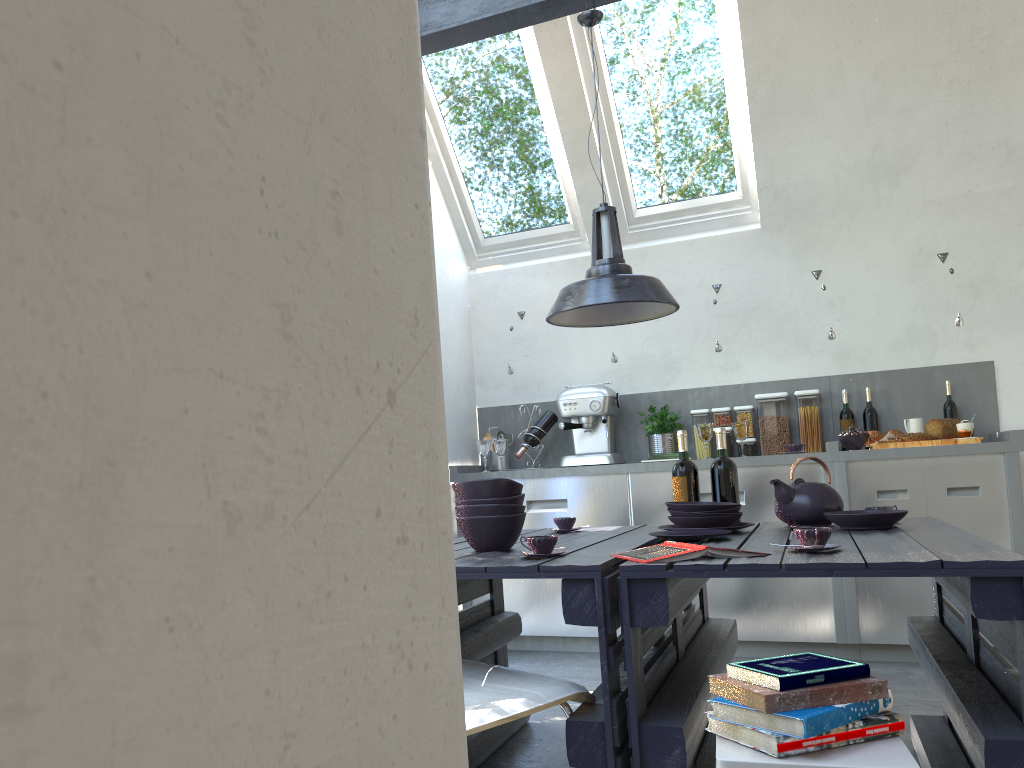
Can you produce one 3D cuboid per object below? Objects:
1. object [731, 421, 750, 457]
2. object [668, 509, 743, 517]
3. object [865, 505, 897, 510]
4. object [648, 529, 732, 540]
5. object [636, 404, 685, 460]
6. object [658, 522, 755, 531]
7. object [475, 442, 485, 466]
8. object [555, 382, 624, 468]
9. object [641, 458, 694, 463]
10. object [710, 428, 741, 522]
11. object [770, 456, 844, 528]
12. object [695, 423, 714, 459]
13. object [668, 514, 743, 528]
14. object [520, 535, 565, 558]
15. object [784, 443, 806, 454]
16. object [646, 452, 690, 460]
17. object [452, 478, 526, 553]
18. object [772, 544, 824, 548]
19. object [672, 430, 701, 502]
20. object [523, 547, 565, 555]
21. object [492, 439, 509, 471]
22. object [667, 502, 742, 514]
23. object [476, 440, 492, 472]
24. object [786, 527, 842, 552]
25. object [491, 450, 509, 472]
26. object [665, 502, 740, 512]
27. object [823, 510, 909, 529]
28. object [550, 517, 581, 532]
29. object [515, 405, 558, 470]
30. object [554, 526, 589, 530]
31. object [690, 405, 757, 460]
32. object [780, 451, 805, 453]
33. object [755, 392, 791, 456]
[{"bbox_3d":[1.242,0.301,4.727,0.101,0.191,0.096,-4,-3,10],"label":"object"},{"bbox_3d":[0.620,0.429,2.805,0.241,0.063,0.218,-6,-7,26],"label":"object"},{"bbox_3d":[1.178,0.419,2.805,0.120,0.056,0.113,-5,-6,14],"label":"object"},{"bbox_3d":[0.521,0.444,2.563,0.247,0.019,0.223,-6,-7,26],"label":"object"},{"bbox_3d":[0.859,0.287,5.079,0.236,0.340,0.263,-2,-4,-26],"label":"object"},{"bbox_3d":[0.622,0.465,2.806,0.278,0.024,0.315,2,-8,-37],"label":"object"},{"bbox_3d":[-0.169,0.446,5.345,0.097,0.191,0.100,-3,-3,-8],"label":"object"},{"bbox_3d":[0.456,0.238,5.149,0.375,0.498,0.411,-5,-4,20],"label":"object"},{"bbox_3d":[0.857,0.420,4.815,0.274,0.012,0.174,-5,-7,20],"label":"object"},{"bbox_3d":[0.743,0.325,3.063,0.086,0.343,0.097,-2,-3,-36],"label":"object"},{"bbox_3d":[0.974,0.355,2.885,0.223,0.232,0.209,-5,-4,23],"label":"object"},{"bbox_3d":[1.036,0.306,4.671,0.095,0.191,0.102,-2,-3,-20],"label":"object"},{"bbox_3d":[0.619,0.444,2.805,0.218,0.047,0.242,0,-7,-28],"label":"object"},{"bbox_3d":[0.078,0.419,2.262,0.119,0.056,0.114,-4,-5,9],"label":"object"},{"bbox_3d":[1.463,0.337,4.521,0.124,0.056,0.109,-7,-7,36],"label":"object"},{"bbox_3d":[0.835,0.399,4.823,0.294,0.053,0.133,-8,-7,37],"label":"object"},{"bbox_3d":[-0.063,0.386,2.584,0.203,0.213,0.205,-5,-4,22],"label":"object"},{"bbox_3d":[0.660,0.380,2.037,0.026,0.013,0.141,2,-8,-43],"label":"object"},{"bbox_3d":[0.617,0.337,3.109,0.086,0.343,0.096,-2,-2,-31],"label":"object"},{"bbox_3d":[0.083,0.440,2.303,0.125,0.013,0.029,1,-7,-31],"label":"object"},{"bbox_3d":[-0.063,0.428,5.231,0.105,0.191,0.092,-6,-4,44],"label":"object"},{"bbox_3d":[0.618,0.416,2.809,0.242,0.063,0.217,-6,-7,26],"label":"object"},{"bbox_3d":[-0.160,0.430,5.202,0.102,0.191,0.095,-4,-3,15],"label":"object"},{"bbox_3d":[0.701,0.361,2.036,0.123,0.056,0.110,-6,-6,29],"label":"object"},{"bbox_3d":[-0.072,0.488,5.519,0.101,0.131,0.112,-1,-4,-28],"label":"object"},{"bbox_3d":[0.611,0.405,2.809,0.239,0.058,0.220,-5,-6,21],"label":"object"},{"bbox_3d":[1.059,0.407,2.622,0.218,0.047,0.242,0,-7,-28],"label":"object"},{"bbox_3d":[0.198,0.521,3.244,0.119,0.056,0.114,-4,-5,9],"label":"object"},{"bbox_3d":[0.104,0.322,5.296,0.312,0.392,0.249,0,-4,-40],"label":"object"},{"bbox_3d":[0.223,0.539,3.275,0.132,0.013,0.028,-3,-5,1],"label":"object"},{"bbox_3d":[1.213,0.286,5.003,0.358,0.293,0.101,-5,-3,23],"label":"object"},{"bbox_3d":[1.442,0.351,4.487,0.131,0.013,0.028,-3,-5,-1],"label":"object"},{"bbox_3d":[1.469,0.233,4.907,0.183,0.353,0.122,-4,-3,21],"label":"object"}]
